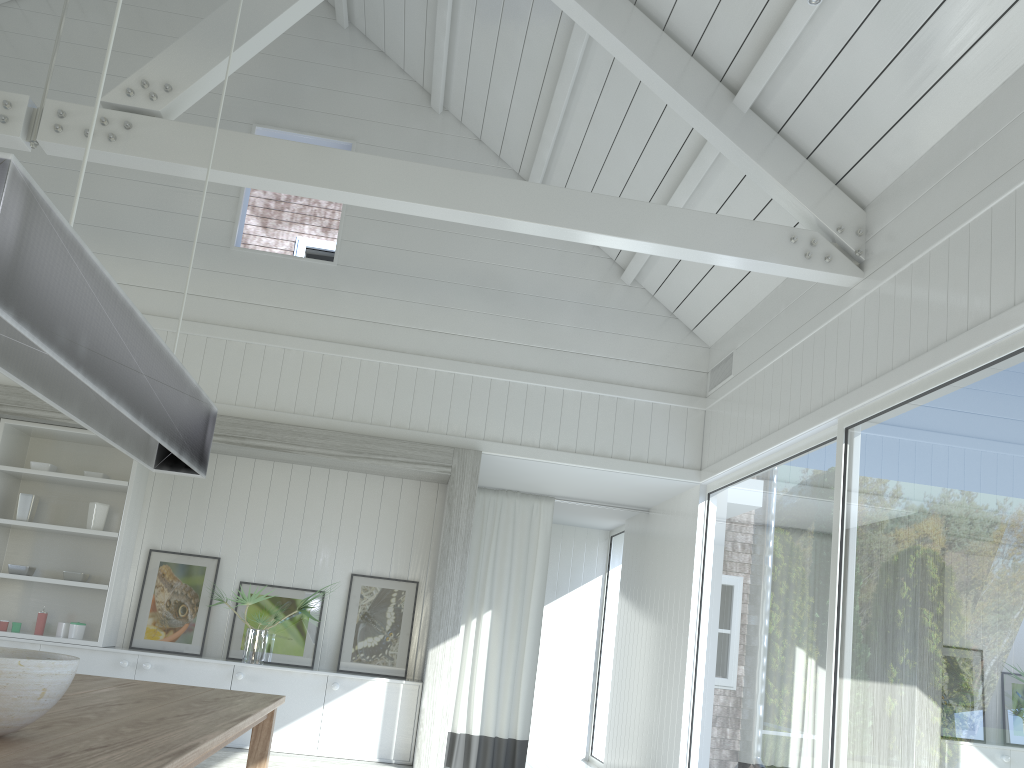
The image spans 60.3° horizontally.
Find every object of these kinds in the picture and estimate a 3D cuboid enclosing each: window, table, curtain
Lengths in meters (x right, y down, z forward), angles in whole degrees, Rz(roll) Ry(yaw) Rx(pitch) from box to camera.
[{"bbox_3d":[2.003,0.431,1.056,0.080,2.369,11.160,8,-16,-5],"label":"window"},{"bbox_3d":[-1.296,1.270,2.323,0.907,0.747,3.011,8,-16,-5],"label":"table"},{"bbox_3d":[-0.235,2.048,7.499,1.007,2.324,0.118,8,-11,-6],"label":"curtain"},{"bbox_3d":[1.000,2.635,8.921,0.038,2.380,0.964,8,-11,-5],"label":"window"}]

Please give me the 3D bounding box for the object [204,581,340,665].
[{"bbox_3d":[-1.682,1.595,6.009,0.973,0.617,0.634,9,-14,-8],"label":"object"}]

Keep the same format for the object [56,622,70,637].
[{"bbox_3d":[-3.060,1.688,6.046,0.091,0.094,0.092,0,-15,27],"label":"object"}]

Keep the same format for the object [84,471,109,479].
[{"bbox_3d":[-2.990,0.677,6.332,0.141,0.065,0.144,8,-15,-6],"label":"object"}]

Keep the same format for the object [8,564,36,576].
[{"bbox_3d":[-3.357,1.277,6.032,0.141,0.065,0.144,8,-15,-6],"label":"object"}]

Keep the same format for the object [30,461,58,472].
[{"bbox_3d":[-3.276,0.593,6.161,0.141,0.065,0.144,8,-15,-6],"label":"object"}]

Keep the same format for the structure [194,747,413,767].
[{"bbox_3d":[-3.881,2.321,6.222,6.359,0.339,1.922,8,-16,-6],"label":"structure"}]

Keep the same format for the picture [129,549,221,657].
[{"bbox_3d":[-2.375,1.542,6.224,0.495,0.690,0.066,8,-11,-6],"label":"picture"}]

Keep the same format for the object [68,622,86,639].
[{"bbox_3d":[-2.957,1.675,5.992,0.085,0.109,0.087,0,-15,29],"label":"object"}]

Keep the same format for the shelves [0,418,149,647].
[{"bbox_3d":[-3.151,1.075,6.242,0.940,1.415,0.616,8,-12,-6],"label":"shelves"}]

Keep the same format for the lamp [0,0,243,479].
[{"bbox_3d":[-0.930,-1.936,2.871,0.200,4.159,1.943,8,-12,-5],"label":"lamp"}]

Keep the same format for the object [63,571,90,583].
[{"bbox_3d":[-3.071,1.360,6.203,0.141,0.065,0.144,8,-15,-6],"label":"object"}]

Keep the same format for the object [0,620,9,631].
[{"bbox_3d":[-3.431,1.628,5.951,0.055,0.069,0.055,13,-14,-26],"label":"object"}]

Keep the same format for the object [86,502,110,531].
[{"bbox_3d":[-2.896,0.932,6.153,0.103,0.193,0.104,-3,-15,38],"label":"object"}]

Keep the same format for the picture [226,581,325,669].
[{"bbox_3d":[-1.682,1.721,6.297,0.610,0.542,0.054,8,-11,-6],"label":"picture"}]

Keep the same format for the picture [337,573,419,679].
[{"bbox_3d":[-0.965,1.750,6.377,0.495,0.690,0.066,8,-11,-6],"label":"picture"}]

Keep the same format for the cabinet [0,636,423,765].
[{"bbox_3d":[-2.250,2.175,6.147,3.186,0.540,0.667,8,-14,-6],"label":"cabinet"}]

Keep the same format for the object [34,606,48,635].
[{"bbox_3d":[-3.202,1.606,6.002,0.054,0.192,0.055,8,-11,-7],"label":"object"}]

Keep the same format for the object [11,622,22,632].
[{"bbox_3d":[-3.366,1.650,5.983,0.059,0.060,0.058,14,-15,-28],"label":"object"}]

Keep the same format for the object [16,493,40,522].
[{"bbox_3d":[-3.359,0.864,6.103,0.103,0.193,0.105,8,-12,-6],"label":"object"}]

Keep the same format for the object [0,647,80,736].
[{"bbox_3d":[-1.208,0.696,1.992,0.391,0.181,0.397,11,-16,-14],"label":"object"}]
